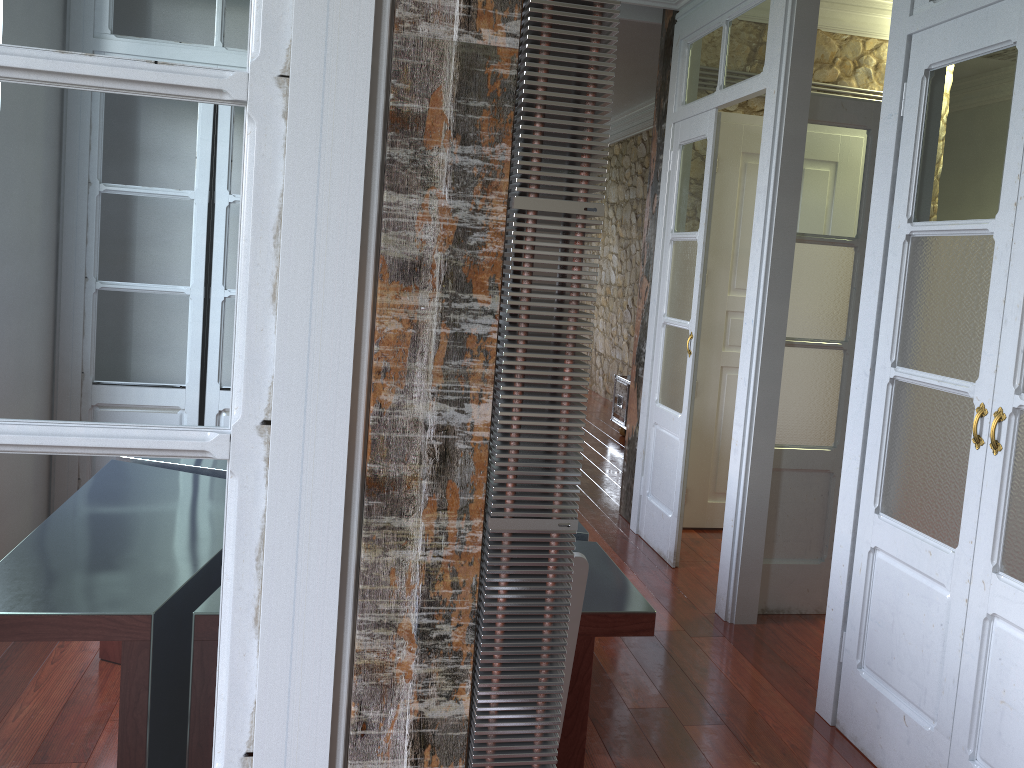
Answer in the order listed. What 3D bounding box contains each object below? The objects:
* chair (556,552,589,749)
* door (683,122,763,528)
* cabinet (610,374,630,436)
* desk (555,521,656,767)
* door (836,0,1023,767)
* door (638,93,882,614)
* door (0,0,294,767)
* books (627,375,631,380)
[{"bbox_3d":[-0.161,0.696,1.812,0.475,0.915,0.605,3,6,-11],"label":"chair"},{"bbox_3d":[1.439,-0.285,4.910,0.868,2.208,0.146,3,5,-11],"label":"door"},{"bbox_3d":[1.224,0.288,6.941,0.488,0.507,1.432,3,8,-11],"label":"cabinet"},{"bbox_3d":[-0.568,0.668,2.705,1.444,0.651,1.723,3,8,-11],"label":"desk"},{"bbox_3d":[1.234,0.102,2.258,0.041,2.169,1.063,3,6,-11],"label":"door"},{"bbox_3d":[0.933,-0.174,4.074,0.482,2.172,1.194,1,7,-37],"label":"door"},{"bbox_3d":[-0.818,0.122,1.013,1.159,2.171,0.041,3,5,-11],"label":"door"},{"bbox_3d":[1.082,-0.054,7.418,0.224,0.028,0.307,6,8,9],"label":"books"}]
